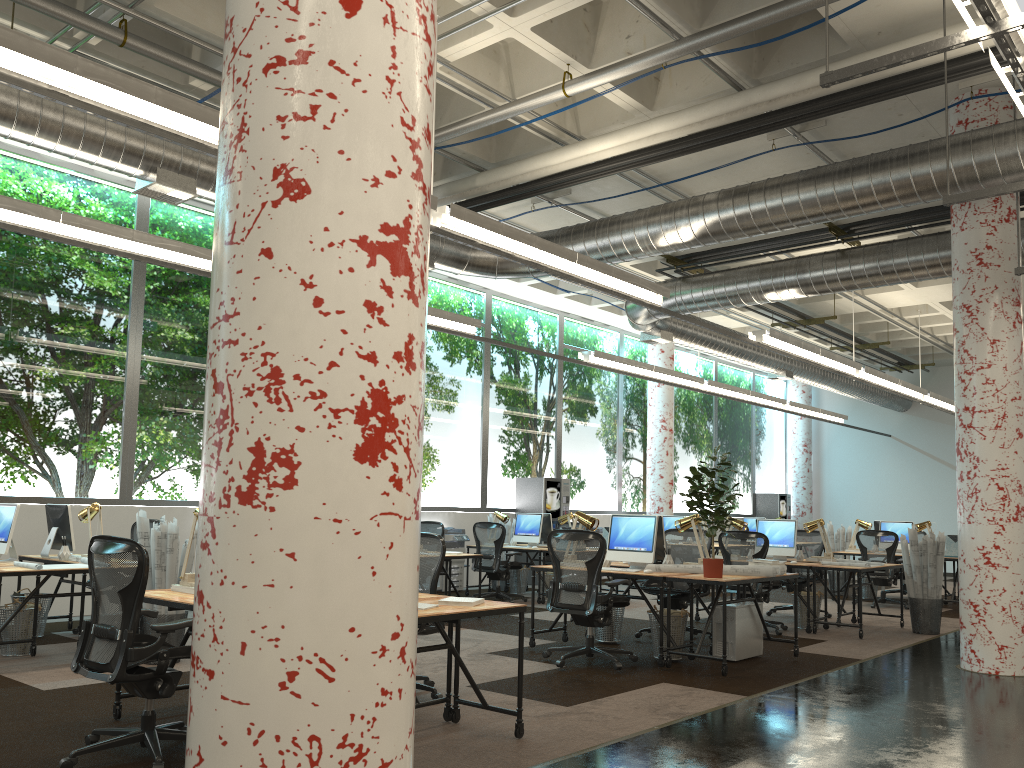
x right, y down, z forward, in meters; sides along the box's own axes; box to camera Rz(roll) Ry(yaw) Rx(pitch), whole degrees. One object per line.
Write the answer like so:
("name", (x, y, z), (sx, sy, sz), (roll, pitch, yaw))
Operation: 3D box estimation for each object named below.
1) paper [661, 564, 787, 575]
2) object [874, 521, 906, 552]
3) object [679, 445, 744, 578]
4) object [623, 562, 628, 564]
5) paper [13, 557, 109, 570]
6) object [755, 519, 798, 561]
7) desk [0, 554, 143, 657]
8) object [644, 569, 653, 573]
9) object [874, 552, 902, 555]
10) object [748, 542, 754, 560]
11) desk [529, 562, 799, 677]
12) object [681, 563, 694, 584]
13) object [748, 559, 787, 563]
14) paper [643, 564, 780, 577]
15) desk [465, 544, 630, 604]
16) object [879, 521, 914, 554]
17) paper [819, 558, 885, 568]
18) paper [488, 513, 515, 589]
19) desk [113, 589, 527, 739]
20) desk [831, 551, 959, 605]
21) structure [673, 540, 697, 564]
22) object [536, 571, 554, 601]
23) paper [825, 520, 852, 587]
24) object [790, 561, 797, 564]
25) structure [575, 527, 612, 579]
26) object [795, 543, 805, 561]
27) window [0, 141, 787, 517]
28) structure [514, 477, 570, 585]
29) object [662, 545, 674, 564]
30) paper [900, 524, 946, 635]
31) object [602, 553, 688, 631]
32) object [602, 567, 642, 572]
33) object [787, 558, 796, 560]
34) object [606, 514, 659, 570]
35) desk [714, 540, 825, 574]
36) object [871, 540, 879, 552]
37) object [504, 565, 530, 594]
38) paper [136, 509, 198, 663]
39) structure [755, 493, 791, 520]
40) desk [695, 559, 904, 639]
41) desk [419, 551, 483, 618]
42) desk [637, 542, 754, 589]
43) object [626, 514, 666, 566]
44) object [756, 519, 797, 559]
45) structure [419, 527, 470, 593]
("paper", (1.774, 1.579, 7.574), (1.134, 0.082, 0.083), (1, -7, 5))
("object", (5.871, 2.371, 13.742), (0.484, 0.483, 0.190), (-4, -8, 41))
("object", (1.591, 1.013, 7.119), (0.514, 1.072, 0.440), (-2, -7, 31))
("object", (1.134, 1.758, 8.744), (0.059, 0.029, 0.106), (-5, -10, 41))
("paper", (-3.544, 1.416, 6.984), (0.569, 0.061, 0.628), (-5, -10, 38))
("object", (3.061, 1.808, 10.232), (0.484, 0.483, 0.190), (-4, -8, 41))
("desk", (-3.987, 1.864, 7.480), (1.944, 0.720, 1.406), (-5, -10, 40))
("object", (1.149, 1.572, 7.435), (0.059, 0.029, 0.106), (-5, -10, 41))
("object", (5.556, 2.492, 13.001), (0.440, 0.017, 0.119), (-6, -11, 40))
("object", (2.841, 1.977, 10.485), (0.101, 0.208, 0.102), (2, -6, -4))
("desk", (1.339, 2.020, 7.888), (1.944, 0.721, 1.406), (-5, -10, 40))
("object", (1.930, 3.132, 14.416), (3.420, 0.435, 0.367), (8, -9, -39))
("object", (2.892, 2.013, 10.060), (0.440, 0.017, 0.119), (-6, -11, 40))
("paper", (1.664, 1.559, 7.448), (1.134, 0.082, 0.083), (-1, -7, 15))
("desk", (0.509, 2.708, 12.696), (1.944, 0.720, 1.406), (-5, -10, 40))
("object", (5.725, 2.286, 13.173), (0.484, 0.483, 0.190), (-4, -8, 41))
("paper", (3.769, 1.981, 9.799), (0.569, 0.061, 0.628), (-5, -10, 38))
("paper", (-0.190, 2.620, 13.858), (0.440, 1.192, 0.414), (-1, -6, 19))
("desk", (-1.107, 1.576, 5.005), (1.944, 0.720, 1.406), (-5, -10, 40))
("desk", (5.991, 2.908, 13.235), (1.944, 0.720, 1.406), (-5, -10, 40))
("structure", (3.644, 3.496, 18.891), (0.504, 1.052, 1.062), (-4, -8, 40))
("object", (0.502, 2.810, 12.385), (0.359, 0.433, 0.354), (-3, -8, 37))
("paper", (5.291, 2.820, 14.397), (0.440, 1.192, 0.414), (-1, -6, 19))
("object", (3.136, 1.981, 9.842), (0.059, 0.029, 0.106), (-5, -10, 41))
("structure", (1.530, 3.100, 16.439), (0.504, 1.052, 1.062), (-4, -8, 40))
("object", (3.421, 1.996, 10.524), (0.101, 0.208, 0.102), (2, -6, -4))
("window", (-1.101, 0.139, 14.068), (0.050, 3.744, 26.304), (-3, -9, 40))
("structure", (0.535, 2.538, 15.306), (0.639, 1.801, 0.753), (-3, -7, 41))
("object", (1.433, 1.587, 8.117), (0.101, 0.208, 0.102), (2, -6, -4))
("paper", (4.555, 2.151, 9.817), (0.440, 1.192, 0.414), (-1, -6, 19))
("object", (1.147, 1.903, 7.829), (0.849, 0.928, 0.105), (-3, -7, 36))
("object", (0.904, 1.604, 7.653), (0.440, 0.017, 0.119), (-6, -11, 40))
("object", (3.365, 2.148, 10.932), (0.440, 0.017, 0.119), (-6, -11, 40))
("object", (1.074, 1.398, 7.825), (0.484, 0.483, 0.190), (-4, -8, 41))
("desk", (5.216, 3.591, 18.158), (1.944, 0.720, 1.406), (-5, -10, 40))
("object", (5.505, 2.456, 13.425), (0.101, 0.208, 0.102), (2, -6, -4))
("object", (0.095, 2.934, 13.320), (0.353, 0.433, 0.370), (3, -7, -14))
("paper", (-2.757, 1.586, 7.002), (0.440, 1.192, 0.414), (-1, -6, 19))
("structure", (6.609, 3.678, 22.353), (0.639, 1.801, 0.753), (-3, -7, 41))
("desk", (3.326, 2.429, 10.295), (1.944, 0.720, 1.406), (-5, -10, 40))
("desk", (-1.524, 2.326, 10.338), (1.944, 0.720, 1.406), (-5, -10, 40))
("desk", (3.102, 3.195, 15.706), (1.944, 0.720, 1.406), (-5, -10, 40))
("object", (1.219, 1.483, 8.394), (0.484, 0.483, 0.190), (-4, -8, 41))
("object", (3.206, 1.892, 10.801), (0.484, 0.483, 0.190), (-4, -8, 41))
("structure", (-1.064, 2.613, 13.430), (0.504, 1.052, 1.062), (-4, -8, 40))
